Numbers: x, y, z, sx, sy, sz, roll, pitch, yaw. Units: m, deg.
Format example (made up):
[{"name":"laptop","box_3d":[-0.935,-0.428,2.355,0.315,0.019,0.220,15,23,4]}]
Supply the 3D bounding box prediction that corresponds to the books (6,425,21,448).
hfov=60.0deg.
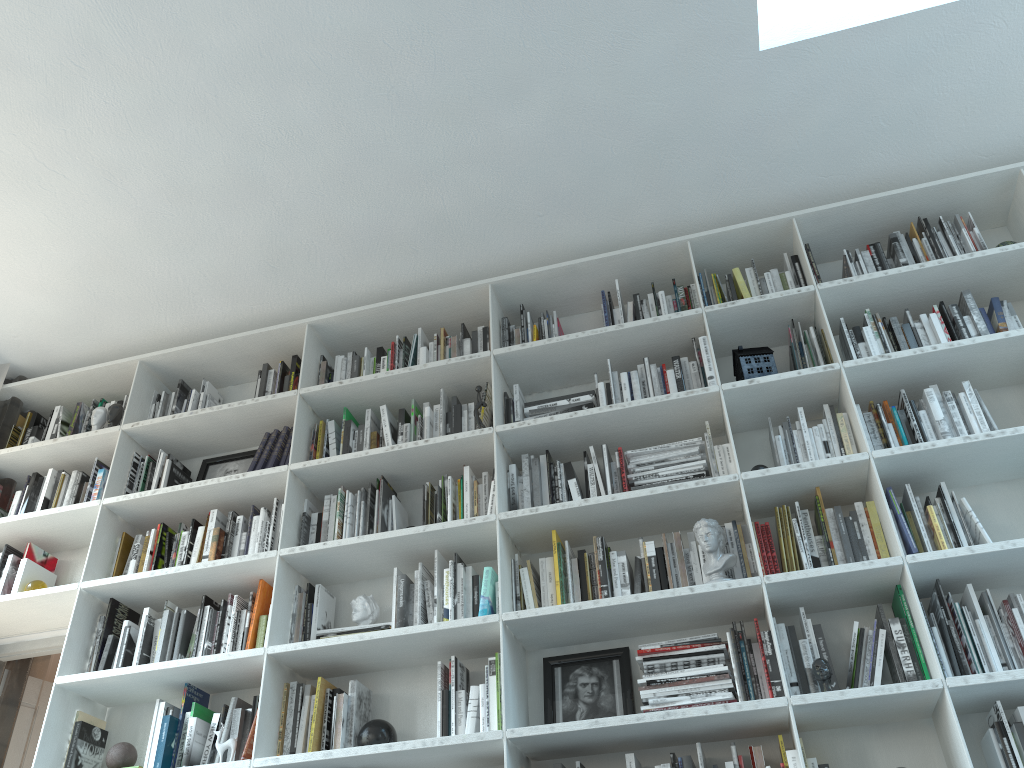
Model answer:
[{"name":"books","box_3d":[-2.339,0.334,4.215,0.014,0.218,0.189,-11,-37,11]}]

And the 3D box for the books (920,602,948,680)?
[{"name":"books","box_3d":[1.268,0.812,2.674,0.010,0.265,0.158,-11,-37,11]}]

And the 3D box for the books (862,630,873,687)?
[{"name":"books","box_3d":[1.079,0.879,2.703,0.090,0.211,0.144,-11,-37,11]}]

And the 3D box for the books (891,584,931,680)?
[{"name":"books","box_3d":[1.217,0.798,2.701,0.014,0.323,0.184,-11,-37,11]}]

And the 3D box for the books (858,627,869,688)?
[{"name":"books","box_3d":[1.070,0.878,2.713,0.095,0.224,0.145,-11,-37,11]}]

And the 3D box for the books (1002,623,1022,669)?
[{"name":"books","box_3d":[1.471,0.817,2.621,0.013,0.178,0.141,-11,-37,11]}]

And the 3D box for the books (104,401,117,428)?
[{"name":"books","box_3d":[-1.834,0.231,4.137,0.021,0.252,0.180,-11,-37,11]}]

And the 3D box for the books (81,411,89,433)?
[{"name":"books","box_3d":[-1.977,0.265,4.177,0.030,0.256,0.130,-11,-37,11]}]

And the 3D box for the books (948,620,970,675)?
[{"name":"books","box_3d":[1.332,0.832,2.653,0.013,0.203,0.154,-11,-37,11]}]

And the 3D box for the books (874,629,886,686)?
[{"name":"books","box_3d":[1.110,0.875,2.692,0.091,0.204,0.170,-11,-37,11]}]

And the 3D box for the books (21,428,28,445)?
[{"name":"books","box_3d":[-2.260,0.332,4.197,0.024,0.193,0.168,-11,-37,11]}]

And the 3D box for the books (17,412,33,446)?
[{"name":"books","box_3d":[-2.281,0.297,4.225,0.014,0.284,0.176,-11,-37,11]}]

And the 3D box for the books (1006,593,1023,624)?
[{"name":"books","box_3d":[1.517,0.771,2.630,0.014,0.259,0.142,-11,-37,11]}]

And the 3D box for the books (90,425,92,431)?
[{"name":"books","box_3d":[-1.912,0.272,4.131,0.024,0.186,0.160,-11,-37,11]}]

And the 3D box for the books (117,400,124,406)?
[{"name":"books","box_3d":[-1.811,0.223,4.132,0.027,0.257,0.147,-11,-37,11]}]

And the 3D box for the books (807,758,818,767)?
[{"name":"books","box_3d":[0.884,1.208,2.541,0.027,0.227,0.142,-11,-37,11]}]

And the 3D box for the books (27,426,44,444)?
[{"name":"books","box_3d":[-2.212,0.323,4.181,0.028,0.185,0.183,-11,-37,11]}]

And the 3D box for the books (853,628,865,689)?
[{"name":"books","box_3d":[1.049,0.876,2.695,0.089,0.209,0.176,-11,-37,11]}]

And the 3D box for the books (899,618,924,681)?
[{"name":"books","box_3d":[1.202,0.842,2.678,0.021,0.225,0.149,-11,-37,11]}]

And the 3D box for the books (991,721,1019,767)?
[{"name":"books","box_3d":[1.366,1.084,2.432,0.023,0.261,0.187,-11,-37,11]}]

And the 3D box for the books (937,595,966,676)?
[{"name":"books","box_3d":[1.319,0.798,2.672,0.006,0.280,0.156,-11,-37,11]}]

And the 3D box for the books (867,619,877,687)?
[{"name":"books","box_3d":[1.093,0.864,2.707,0.094,0.237,0.150,-11,-37,11]}]

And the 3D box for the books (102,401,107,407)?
[{"name":"books","box_3d":[-1.894,0.237,4.159,0.013,0.273,0.159,-11,-37,11]}]

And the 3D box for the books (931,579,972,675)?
[{"name":"books","box_3d":[1.341,0.780,2.699,0.007,0.340,0.150,-11,-37,11]}]

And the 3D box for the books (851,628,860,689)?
[{"name":"books","box_3d":[1.045,0.881,2.711,0.088,0.218,0.139,-11,-37,11]}]

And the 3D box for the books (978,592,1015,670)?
[{"name":"books","box_3d":[1.437,0.779,2.641,0.012,0.265,0.184,-11,-37,11]}]

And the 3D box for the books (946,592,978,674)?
[{"name":"books","box_3d":[1.348,0.787,2.660,0.005,0.282,0.160,-11,-37,11]}]

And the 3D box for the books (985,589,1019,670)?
[{"name":"books","box_3d":[1.460,0.777,2.655,0.006,0.283,0.160,-11,-37,11]}]

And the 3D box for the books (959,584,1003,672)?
[{"name":"books","box_3d":[1.404,0.770,2.651,0.014,0.295,0.176,-11,-37,11]}]

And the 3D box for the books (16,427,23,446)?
[{"name":"books","box_3d":[-2.295,0.331,4.217,0.023,0.222,0.151,-11,-37,11]}]

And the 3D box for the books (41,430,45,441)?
[{"name":"books","box_3d":[-2.177,0.328,4.198,0.031,0.194,0.146,-11,-37,11]}]

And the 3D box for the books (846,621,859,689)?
[{"name":"books","box_3d":[1.031,0.869,2.700,0.095,0.227,0.191,-11,-37,11]}]

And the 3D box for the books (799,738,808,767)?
[{"name":"books","box_3d":[0.864,1.189,2.562,0.012,0.283,0.160,-11,-37,11]}]

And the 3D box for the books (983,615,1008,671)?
[{"name":"books","box_3d":[1.430,0.813,2.633,0.013,0.202,0.168,-11,-37,11]}]

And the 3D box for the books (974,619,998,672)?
[{"name":"books","box_3d":[1.394,0.818,2.623,0.013,0.185,0.185,-11,-37,11]}]

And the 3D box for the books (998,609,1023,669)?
[{"name":"books","box_3d":[1.481,0.798,2.633,0.008,0.221,0.134,-11,-37,11]}]

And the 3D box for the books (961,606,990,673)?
[{"name":"books","box_3d":[1.367,0.802,2.633,0.011,0.225,0.189,-11,-37,11]}]

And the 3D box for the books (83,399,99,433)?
[{"name":"books","box_3d":[-1.960,0.234,4.175,0.014,0.302,0.146,-11,-37,11]}]

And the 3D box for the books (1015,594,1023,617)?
[{"name":"books","box_3d":[1.530,0.773,2.625,0.013,0.250,0.173,-11,-37,11]}]

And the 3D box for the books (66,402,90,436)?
[{"name":"books","box_3d":[-2.016,0.251,4.176,0.039,0.281,0.182,-11,-37,11]}]

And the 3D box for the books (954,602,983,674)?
[{"name":"books","box_3d":[1.358,0.801,2.650,0.013,0.247,0.166,-11,-37,11]}]

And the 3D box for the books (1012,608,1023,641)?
[{"name":"books","box_3d":[1.503,0.792,2.613,0.014,0.206,0.181,-11,-37,11]}]

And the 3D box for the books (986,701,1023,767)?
[{"name":"books","box_3d":[1.382,1.060,2.446,0.010,0.314,0.188,-11,-37,11]}]

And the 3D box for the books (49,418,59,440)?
[{"name":"books","box_3d":[-2.096,0.291,4.162,0.030,0.205,0.176,-11,-37,11]}]

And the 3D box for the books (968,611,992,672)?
[{"name":"books","box_3d":[1.382,0.810,2.638,0.013,0.217,0.161,-11,-37,11]}]

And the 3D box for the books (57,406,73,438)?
[{"name":"books","box_3d":[-2.066,0.259,4.167,0.057,0.261,0.191,-11,-37,11]}]

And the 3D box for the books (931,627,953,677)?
[{"name":"books","box_3d":[1.285,0.847,2.657,0.015,0.187,0.169,-11,-37,11]}]

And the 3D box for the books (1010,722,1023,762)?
[{"name":"books","box_3d":[1.413,1.078,2.423,0.023,0.255,0.179,-11,-37,11]}]

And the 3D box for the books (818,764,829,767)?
[{"name":"books","box_3d":[0.913,1.212,2.533,0.030,0.209,0.137,-11,-37,11]}]

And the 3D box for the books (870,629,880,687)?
[{"name":"books","box_3d":[1.100,0.879,2.706,0.090,0.214,0.140,-11,-37,11]}]

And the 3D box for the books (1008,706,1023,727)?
[{"name":"books","box_3d":[1.437,1.058,2.428,0.030,0.292,0.189,-11,-37,11]}]

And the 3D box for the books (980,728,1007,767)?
[{"name":"books","box_3d":[1.355,1.102,2.449,0.012,0.252,0.161,-11,-37,11]}]

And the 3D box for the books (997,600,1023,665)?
[{"name":"books","box_3d":[1.489,0.784,2.627,0.015,0.237,0.177,-11,-37,11]}]

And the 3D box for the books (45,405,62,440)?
[{"name":"books","box_3d":[-2.122,0.271,4.197,0.028,0.282,0.190,-11,-37,11]}]

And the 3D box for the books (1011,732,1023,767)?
[{"name":"books","box_3d":[1.401,1.102,2.441,0.015,0.239,0.153,-11,-37,11]}]

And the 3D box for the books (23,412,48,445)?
[{"name":"books","box_3d":[-2.239,0.294,4.210,0.025,0.268,0.178,-11,-37,11]}]

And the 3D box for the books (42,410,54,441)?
[{"name":"books","box_3d":[-2.163,0.281,4.206,0.010,0.279,0.161,-11,-37,11]}]

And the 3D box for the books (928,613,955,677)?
[{"name":"books","box_3d":[1.298,0.829,2.676,0.011,0.238,0.137,-11,-37,11]}]

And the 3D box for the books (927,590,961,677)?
[{"name":"books","box_3d":[1.308,0.796,2.679,0.018,0.293,0.178,-11,-37,11]}]

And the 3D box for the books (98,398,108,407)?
[{"name":"books","box_3d":[-1.937,0.232,4.182,0.029,0.313,0.130,-11,-37,11]}]
